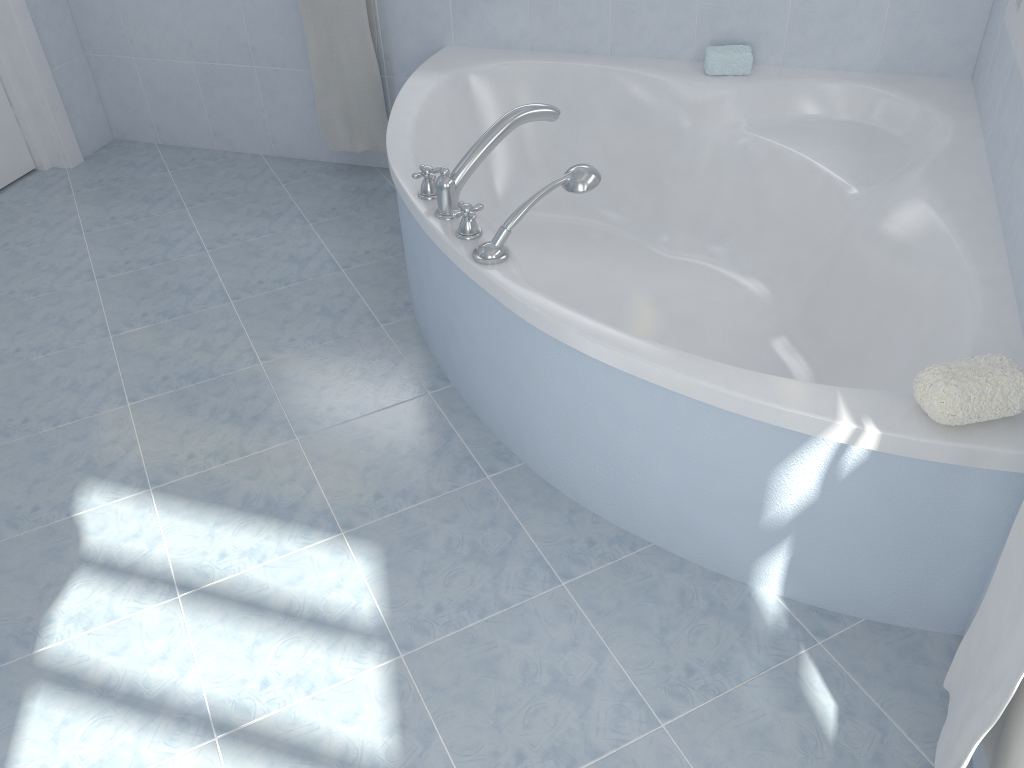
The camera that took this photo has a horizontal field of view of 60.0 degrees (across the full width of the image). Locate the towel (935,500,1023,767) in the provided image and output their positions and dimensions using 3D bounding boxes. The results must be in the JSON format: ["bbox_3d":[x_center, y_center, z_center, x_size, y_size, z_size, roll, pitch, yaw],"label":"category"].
[{"bbox_3d":[0.636,0.318,1.099,0.083,0.635,0.280,10,41,16],"label":"towel"}]

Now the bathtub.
[{"bbox_3d":[0.297,-0.392,2.154,1.578,0.670,1.596,10,40,16],"label":"bathtub"}]

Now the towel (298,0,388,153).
[{"bbox_3d":[-0.553,-1.068,2.912,0.280,0.634,0.101,8,40,14],"label":"towel"}]

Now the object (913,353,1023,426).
[{"bbox_3d":[0.702,0.009,1.348,0.165,0.077,0.105,-9,39,-7],"label":"object"}]

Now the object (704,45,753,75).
[{"bbox_3d":[0.618,-0.923,2.530,0.128,0.059,0.081,1,39,5],"label":"object"}]

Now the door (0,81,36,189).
[{"bbox_3d":[-1.932,-1.346,2.379,0.098,2.011,0.823,10,40,16],"label":"door"}]
